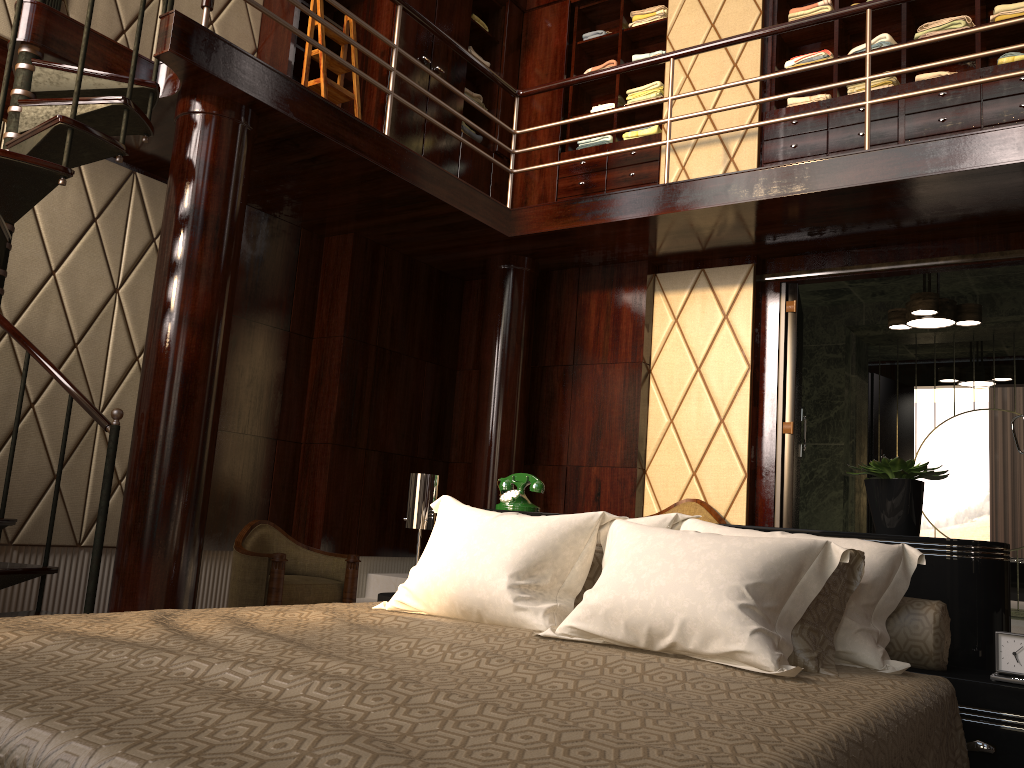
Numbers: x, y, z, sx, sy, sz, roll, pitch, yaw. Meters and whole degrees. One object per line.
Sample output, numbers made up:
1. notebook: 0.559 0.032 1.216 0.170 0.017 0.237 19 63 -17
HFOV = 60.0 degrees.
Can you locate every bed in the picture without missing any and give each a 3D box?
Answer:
1. bed: -0.055 0.555 1.705 1.985 0.660 2.381 -2 -11 34

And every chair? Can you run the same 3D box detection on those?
1. chair: -1.045 0.921 4.111 0.462 0.550 0.571 -2 -11 34
2. chair: 0.838 0.855 4.587 0.571 0.550 0.462 -2 -11 34

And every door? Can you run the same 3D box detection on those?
1. door: 2.141 0.365 4.836 1.435 1.820 0.828 -2 -11 33

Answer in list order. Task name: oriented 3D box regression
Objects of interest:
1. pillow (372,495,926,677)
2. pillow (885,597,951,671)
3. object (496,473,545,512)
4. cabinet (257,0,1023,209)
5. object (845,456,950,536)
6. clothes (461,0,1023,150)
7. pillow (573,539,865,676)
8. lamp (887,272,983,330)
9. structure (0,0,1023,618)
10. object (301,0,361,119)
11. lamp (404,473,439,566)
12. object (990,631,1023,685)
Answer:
1. pillow: 0.250 0.456 2.144 1.322 0.320 0.685 -2 -11 36
2. pillow: 0.411 0.588 2.393 1.396 0.167 0.173 -2 -11 34
3. object: 0.027 0.370 3.026 0.158 0.131 0.178 5 -9 -3
4. cabinet: 1.795 -2.123 4.327 6.767 2.432 2.576 -2 -11 34
5. object: 1.023 0.301 2.357 0.256 0.205 0.241 2 -9 16
6. clothes: 1.840 -2.024 5.163 4.996 0.954 0.818 0 -10 27
7. pillow: 0.255 0.476 2.105 1.123 0.271 0.293 -2 -11 35
8. lamp: 2.435 -0.518 5.253 0.515 0.347 0.467 9 -10 -25
9. structure: 0.951 -0.449 2.999 6.107 3.189 3.750 -2 -11 34
10. object: -0.921 -1.594 4.699 0.258 0.974 0.275 -2 -11 34
11. lamp: -0.303 0.491 2.922 0.106 0.385 0.109 -4 -12 41
12. object: 1.058 0.578 1.865 0.088 0.103 0.034 -4 -12 42
